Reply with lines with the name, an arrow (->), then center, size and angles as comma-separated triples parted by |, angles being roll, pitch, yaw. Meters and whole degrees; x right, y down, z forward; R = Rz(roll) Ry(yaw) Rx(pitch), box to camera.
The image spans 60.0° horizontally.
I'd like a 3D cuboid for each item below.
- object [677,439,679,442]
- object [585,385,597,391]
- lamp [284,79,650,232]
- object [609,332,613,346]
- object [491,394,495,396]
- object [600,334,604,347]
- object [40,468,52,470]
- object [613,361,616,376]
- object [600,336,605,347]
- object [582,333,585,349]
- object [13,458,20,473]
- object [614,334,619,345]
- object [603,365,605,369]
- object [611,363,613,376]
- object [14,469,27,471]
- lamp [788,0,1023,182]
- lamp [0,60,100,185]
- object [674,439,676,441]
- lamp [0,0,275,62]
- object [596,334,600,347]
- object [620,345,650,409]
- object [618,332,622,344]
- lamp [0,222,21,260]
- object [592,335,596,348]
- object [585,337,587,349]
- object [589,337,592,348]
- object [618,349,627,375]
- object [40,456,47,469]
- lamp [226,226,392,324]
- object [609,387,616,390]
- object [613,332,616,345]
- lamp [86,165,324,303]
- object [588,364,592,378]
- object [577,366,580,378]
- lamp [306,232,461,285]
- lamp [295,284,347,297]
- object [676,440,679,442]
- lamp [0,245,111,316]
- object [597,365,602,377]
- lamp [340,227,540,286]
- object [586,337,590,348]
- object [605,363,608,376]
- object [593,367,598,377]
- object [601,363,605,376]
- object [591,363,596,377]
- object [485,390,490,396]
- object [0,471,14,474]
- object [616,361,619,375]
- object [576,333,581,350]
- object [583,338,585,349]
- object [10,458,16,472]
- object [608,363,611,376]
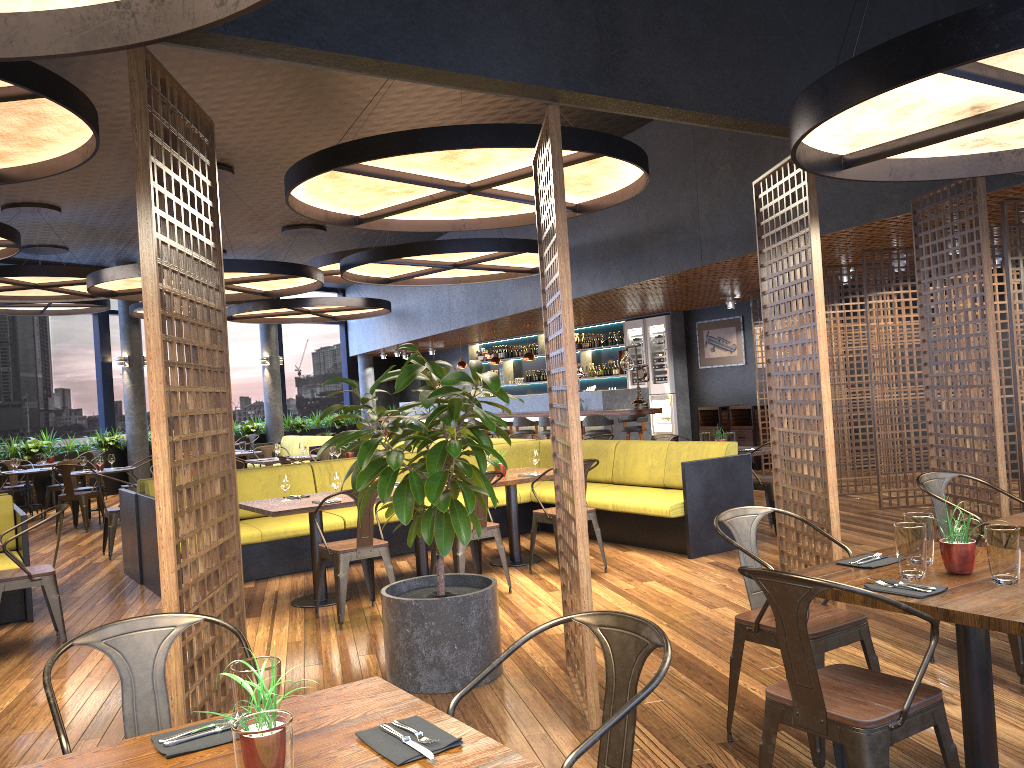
object -> 2.933, 1.074, 15.650 | 0.057, 0.205, 0.056 | -4, -1, -28
object -> 1.303, 0.072, 14.628 | 0.177, 0.091, 0.091 | -4, -1, 32
lamp -> -0.381, -2.184, 6.907 | 2.778, 1.475, 2.778 | -3, -1, -33
object -> 1.895, -0.864, 16.986 | 0.063, 0.254, 0.063 | -4, -1, -6
object -> -0.379, 0.151, 17.429 | 0.105, 0.209, 0.105 | -4, -1, 2
object -> 1.760, -0.851, 17.400 | 0.063, 0.254, 0.063 | -4, -1, 44
object -> -7.184, 1.309, 13.712 | 0.255, 0.019, 0.157 | -4, -1, -2
object -> 1.981, -0.303, 17.086 | 0.079, 0.281, 0.079 | -4, -1, 30
object -> 1.756, -0.829, 17.247 | 0.097, 0.206, 0.097 | -4, -1, 25
object -> 1.450, -0.865, 17.936 | 0.084, 0.330, 0.084 | -4, -1, -26
object -> -7.495, 1.232, 13.420 | 0.097, 0.206, 0.097 | -4, -1, 25
object -> 1.998, -0.848, 16.906 | 0.097, 0.206, 0.097 | -4, -1, 25
object -> 1.808, -0.259, 17.407 | 0.088, 0.224, 0.088 | -3, -1, -39
object -> 1.946, -0.285, 17.217 | 0.063, 0.254, 0.063 | -4, -1, -26
object -> -7.723, 1.346, 13.932 | 0.255, 0.019, 0.157 | -4, -1, 43
lamp -> 1.991, -2.071, 3.281 | 1.979, 2.172, 1.979 | -4, -1, 12
lamp -> -3.787, -2.053, 4.765 | 2.778, 1.362, 2.778 | -4, -1, 21
object -> 2.881, 1.077, 15.621 | 0.056, 0.205, 0.056 | -4, -1, -27
lamp -> -1.220, -1.878, 1.169 | 1.979, 2.172, 1.979 | -4, -1, 42
object -> 1.682, -0.847, 17.348 | 0.063, 0.254, 0.063 | -4, -1, 29
object -> 1.836, -0.104, 13.103 | 0.263, 0.944, 0.566 | -3, -1, -41
object -> 2.070, -0.875, 17.021 | 0.063, 0.254, 0.063 | -4, -1, -26
lamp -> -6.476, -1.939, 8.775 | 2.778, 1.159, 2.778 | -3, -1, -43
object -> 1.609, -0.841, 17.445 | 0.063, 0.254, 0.063 | -3, -1, -36
object -> 1.474, -0.816, 17.673 | 0.056, 0.227, 0.056 | -4, -1, 34
object -> 1.558, -0.822, 17.655 | 0.056, 0.227, 0.056 | -3, -1, -31
object -> 2.169, -0.416, 16.735 | 0.161, 0.475, 0.300 | -3, -1, -34
object -> -7.309, 1.224, 13.840 | 0.097, 0.206, 0.097 | -4, -1, -29
lamp -> -3.507, -1.901, 15.161 | 2.778, 1.475, 2.778 | -4, -1, 21
object -> 2.023, 0.304, 17.099 | 0.204, 0.492, 0.310 | -3, -1, -33
object -> 1.971, -0.868, 17.054 | 0.063, 0.254, 0.063 | -4, -1, 19
lamp -> -3.811, -1.918, 11.066 | 2.778, 1.475, 2.778 | -4, -1, 16
object -> 1.565, -0.269, 17.722 | 0.079, 0.281, 0.079 | -4, -1, -30
object -> 1.344, -0.237, 18.123 | 0.063, 0.254, 0.063 | -4, -1, 29
lamp -> -1.617, -2.224, 12.971 | 2.778, 1.159, 2.778 | -4, -1, 17
lamp -> -4.251, -2.045, 20.025 | 1.979, 1.093, 1.979 | -4, -1, 20
object -> 2.884, 1.098, 15.813 | 0.277, 0.206, 0.416 | -4, -1, -30
lamp -> -8.088, -1.831, 15.403 | 1.979, 1.093, 1.979 | -4, -1, 20
object -> 1.709, -0.253, 17.360 | 0.088, 0.224, 0.088 | -4, -1, 26
lamp -> -0.745, -2.124, 10.903 | 2.778, 1.475, 2.778 | -4, -1, -29
object -> 1.508, -0.819, 17.621 | 0.056, 0.227, 0.056 | -4, -1, 44
object -> 1.834, -0.277, 17.284 | 0.063, 0.254, 0.063 | -4, -1, -6
object -> 1.653, -0.239, 17.493 | 0.097, 0.206, 0.097 | -4, -1, 25
object -> 1.770, -0.273, 17.235 | 0.063, 0.254, 0.063 | -4, -1, -31
object -> 1.616, -0.273, 17.644 | 0.079, 0.281, 0.079 | -4, -1, 35
object -> -0.471, 0.156, 17.360 | 0.105, 0.209, 0.105 | -4, -1, 2
object -> -7.661, 1.337, 13.397 | 0.157, 0.019, 0.255 | -4, -1, 34
object -> 2.033, -0.308, 17.007 | 0.079, 0.281, 0.079 | -3, -1, -40
object -> 1.331, -0.858, 17.890 | 0.084, 0.330, 0.084 | -4, -1, -26
object -> 1.441, -0.813, 17.723 | 0.056, 0.227, 0.056 | -4, -1, 19
object -> -7.737, 1.252, 13.759 | 0.097, 0.206, 0.097 | -4, -1, 43
object -> 1.882, -0.281, 17.164 | 0.063, 0.254, 0.063 | -4, -1, 19
